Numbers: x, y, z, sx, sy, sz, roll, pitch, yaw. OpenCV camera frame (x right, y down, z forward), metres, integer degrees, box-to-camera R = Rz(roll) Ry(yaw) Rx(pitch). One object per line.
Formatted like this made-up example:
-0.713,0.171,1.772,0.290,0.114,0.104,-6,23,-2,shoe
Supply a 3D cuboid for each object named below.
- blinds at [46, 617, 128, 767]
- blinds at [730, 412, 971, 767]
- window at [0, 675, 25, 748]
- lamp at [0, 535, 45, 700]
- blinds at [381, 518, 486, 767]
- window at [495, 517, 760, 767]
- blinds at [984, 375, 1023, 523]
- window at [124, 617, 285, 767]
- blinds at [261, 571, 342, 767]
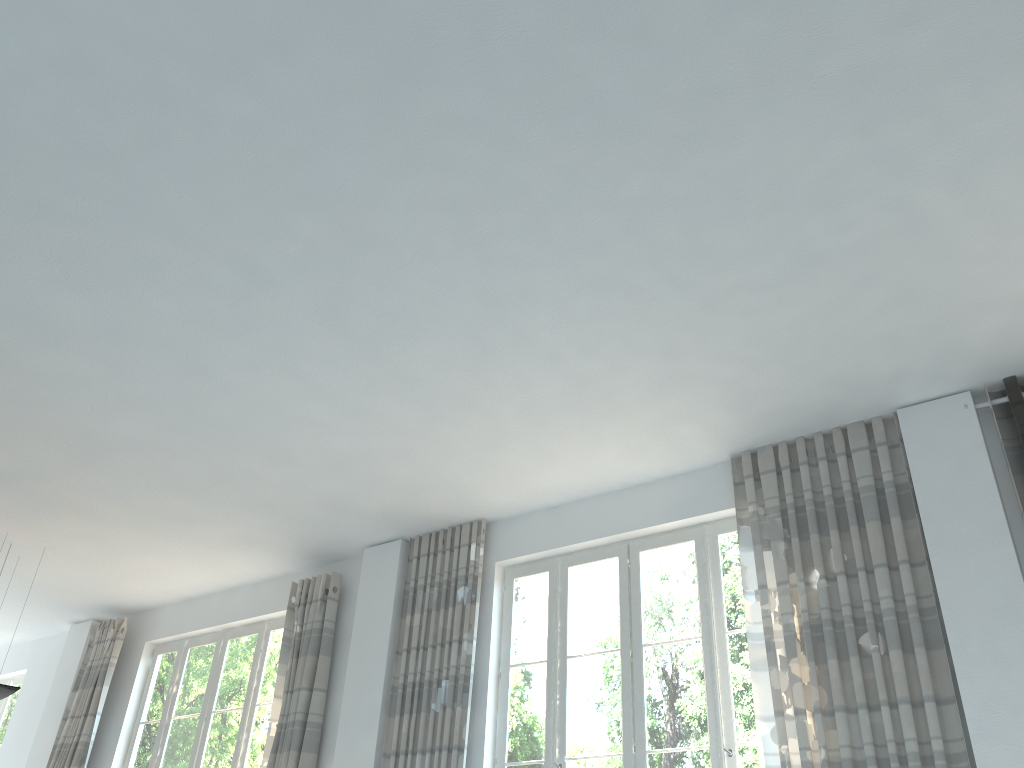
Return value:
-4.119,3.627,7.687,1.357,3.114,0.175,-20,-40,31,blinds
1.648,1.618,4.296,1.027,3.242,0.184,-18,-39,29,blinds
-5.796,4.109,9.164,1.986,1.997,0.042,-19,-39,30,window
-4.045,1.788,6.828,0.798,1.214,0.532,-19,-39,30,lamp
-0.561,2.378,5.625,0.723,3.242,0.133,-18,-39,29,blinds
17.682,0.585,15.150,18.570,18.433,32.923,-22,-41,33,window
2.743,1.256,3.625,0.777,3.212,0.140,-19,-39,30,blinds
-2.541,2.977,7.188,1.986,1.997,0.042,-19,-39,30,window
-1.651,2.836,6.217,0.847,3.035,0.360,-22,-41,33,blinds
